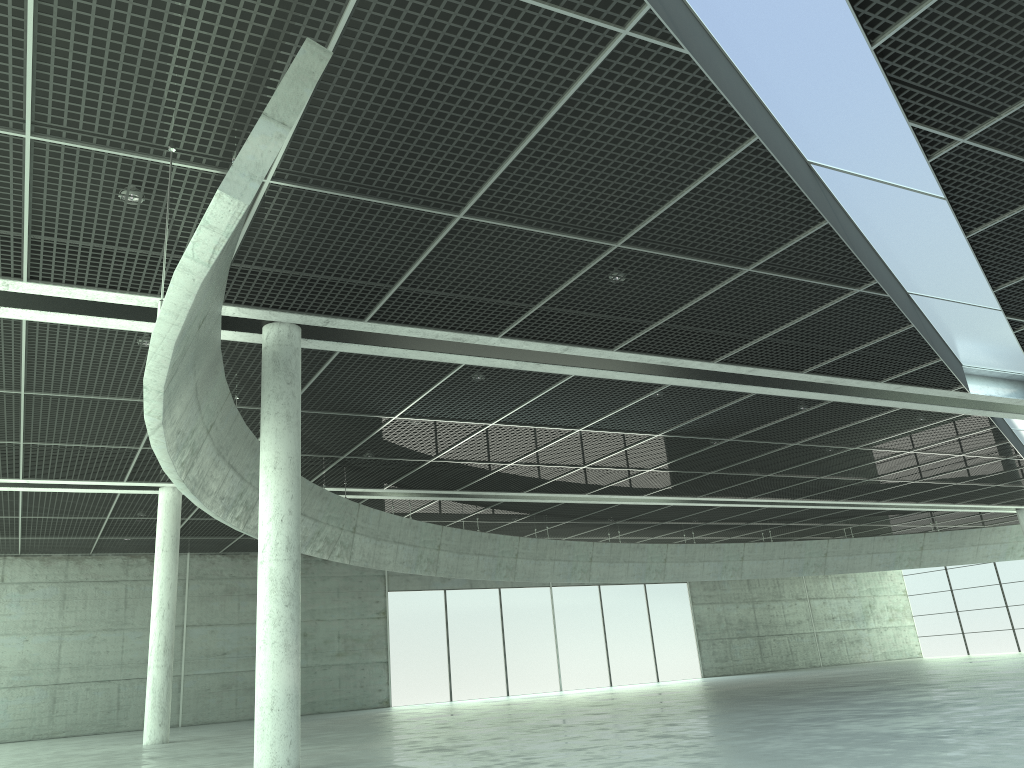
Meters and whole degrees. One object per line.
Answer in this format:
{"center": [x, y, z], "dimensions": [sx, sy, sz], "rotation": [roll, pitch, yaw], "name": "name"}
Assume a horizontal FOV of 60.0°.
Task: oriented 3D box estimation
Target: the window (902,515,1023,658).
{"center": [26.807, 7.493, 43.951], "dimensions": [100.674, 16.075, 99.711], "rotation": [6, -22, -27], "name": "window"}

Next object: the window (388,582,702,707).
{"center": [4.143, 26.735, 83.976], "dimensions": [33.491, 10.658, 0.159], "rotation": [6, -22, -28], "name": "window"}
